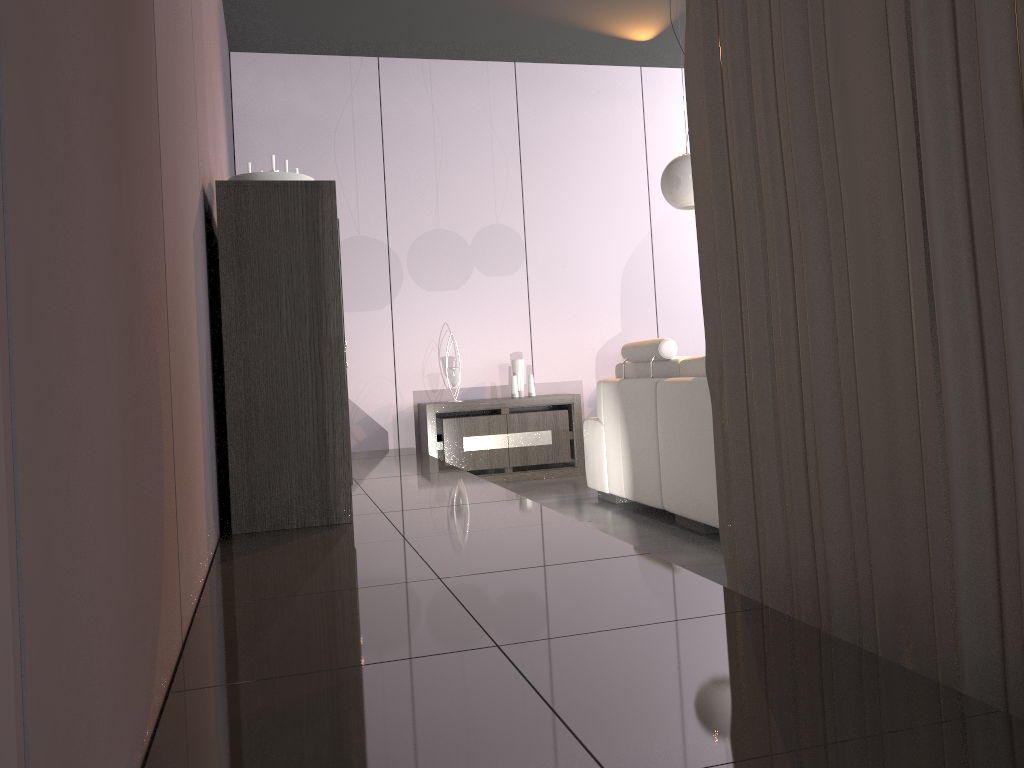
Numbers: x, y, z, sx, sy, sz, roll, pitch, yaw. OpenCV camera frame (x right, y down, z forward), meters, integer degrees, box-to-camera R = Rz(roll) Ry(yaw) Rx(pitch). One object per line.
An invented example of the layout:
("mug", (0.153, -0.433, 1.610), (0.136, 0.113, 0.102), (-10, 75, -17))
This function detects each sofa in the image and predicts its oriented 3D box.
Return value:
("sofa", (1.659, 0.158, 3.916), (1.869, 0.860, 2.858), (-3, 1, -15))

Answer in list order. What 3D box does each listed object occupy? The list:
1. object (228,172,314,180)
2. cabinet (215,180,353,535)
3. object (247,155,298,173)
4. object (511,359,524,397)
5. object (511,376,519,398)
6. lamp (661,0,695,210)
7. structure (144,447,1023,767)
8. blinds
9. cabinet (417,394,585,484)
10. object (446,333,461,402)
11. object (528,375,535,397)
("object", (-0.882, -0.689, 3.262), (0.308, 0.117, 0.309), (-3, 1, 19))
("cabinet", (-0.815, -0.096, 3.251), (0.412, 1.076, 1.070), (-3, -1, -15))
("object", (-1.112, -0.854, 4.155), (0.229, 0.446, 0.229), (-3, -1, 2))
("object", (0.048, -0.040, 6.221), (0.089, 0.264, 0.089), (-5, -2, 36))
("object", (0.016, 0.019, 6.119), (0.051, 0.152, 0.051), (-2, -2, -37))
("lamp", (0.923, -1.655, 4.793), (0.307, 1.417, 0.306), (-3, -2, -12))
("structure", (0.053, 0.574, 1.181), (1.001, 0.301, 8.760), (-4, 1, -15))
("blinds", (0.809, -0.822, 0.992), (0.249, 3.001, 3.283), (-3, -1, -15))
("cabinet", (-0.075, 0.379, 6.093), (1.073, 0.556, 0.376), (-3, -1, -15))
("object", (-0.399, -0.112, 6.028), (0.123, 0.466, 0.108), (-3, -2, -14))
("object", (0.133, 0.012, 6.151), (0.051, 0.152, 0.051), (-2, -2, -37))
